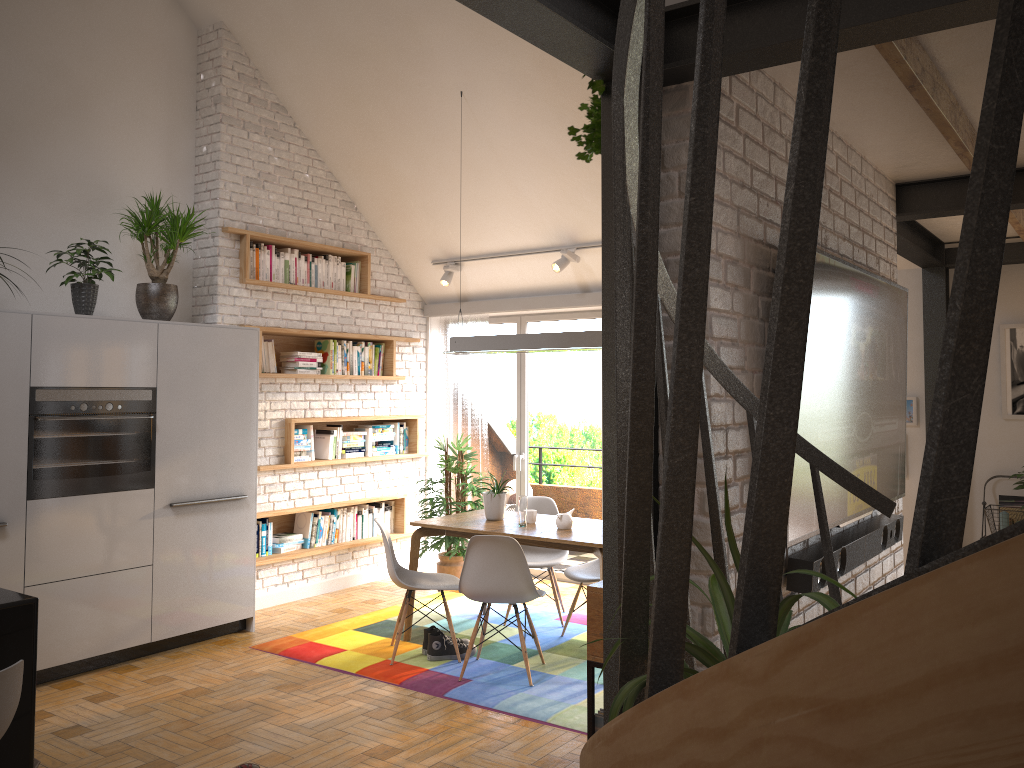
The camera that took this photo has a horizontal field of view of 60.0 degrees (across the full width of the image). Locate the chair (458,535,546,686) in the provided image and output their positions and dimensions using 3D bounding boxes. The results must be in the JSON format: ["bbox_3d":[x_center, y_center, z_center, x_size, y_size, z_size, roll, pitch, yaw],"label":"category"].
[{"bbox_3d":[-1.467,0.245,3.877,3.488,2.691,4.014,-1,-2,36],"label":"chair"}]

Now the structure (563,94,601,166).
[{"bbox_3d":[0.371,-0.773,2.590,0.437,0.654,0.422,1,-2,-25],"label":"structure"}]

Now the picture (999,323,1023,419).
[{"bbox_3d":[3.140,-0.076,5.263,0.415,0.576,0.022,-1,-3,35],"label":"picture"}]

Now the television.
[{"bbox_3d":[1.151,0.103,2.999,0.085,0.992,1.465,-2,-2,35],"label":"television"}]

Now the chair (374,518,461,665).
[{"bbox_3d":[-0.553,1.204,5.285,0.542,0.803,0.464,0,-2,-7],"label":"chair"}]

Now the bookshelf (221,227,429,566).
[{"bbox_3d":[-1.514,0.108,7.187,0.357,2.420,2.197,-2,-3,35],"label":"bookshelf"}]

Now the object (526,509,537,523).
[{"bbox_3d":[0.115,0.834,5.579,0.077,0.077,0.078,1,-2,-37],"label":"object"}]

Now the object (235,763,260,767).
[{"bbox_3d":[-1.122,1.547,3.321,0.231,0.130,0.451,0,-1,0],"label":"object"}]

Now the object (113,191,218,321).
[{"bbox_3d":[-2.247,-0.853,5.768,0.663,0.949,0.712,1,-2,-15],"label":"object"}]

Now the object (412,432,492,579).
[{"bbox_3d":[-0.467,1.013,7.234,0.715,1.262,0.667,0,-2,3],"label":"object"}]

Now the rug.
[{"bbox_3d":[0.050,1.619,5.442,2.781,0.024,1.936,0,-1,35],"label":"rug"}]

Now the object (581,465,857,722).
[{"bbox_3d":[0.380,0.407,1.324,0.457,0.593,0.527,-1,-2,23],"label":"object"}]

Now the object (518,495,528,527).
[{"bbox_3d":[0.065,0.779,5.428,0.062,0.184,0.062,0,-3,-1],"label":"object"}]

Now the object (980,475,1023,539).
[{"bbox_3d":[2.913,1.086,4.972,0.578,1.080,0.630,-2,-3,35],"label":"object"}]

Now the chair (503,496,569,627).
[{"bbox_3d":[0.159,1.213,6.149,0.465,0.803,0.541,0,-2,4],"label":"chair"}]

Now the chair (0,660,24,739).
[{"bbox_3d":[-1.507,1.160,2.236,0.430,0.868,0.403,-1,-3,16],"label":"chair"}]

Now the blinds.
[{"bbox_3d":[-0.486,0.462,7.781,0.694,2.291,0.138,-2,-3,32],"label":"blinds"}]

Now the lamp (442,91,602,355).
[{"bbox_3d":[0.166,-1.108,5.606,1.345,1.823,0.269,-1,-3,35],"label":"lamp"}]

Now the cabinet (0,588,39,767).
[{"bbox_3d":[-2.623,1.023,2.108,0.999,1.138,2.434,-1,-2,35],"label":"cabinet"}]

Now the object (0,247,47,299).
[{"bbox_3d":[-3.000,-0.681,4.662,1.017,0.585,0.921,1,-2,-37],"label":"object"}]

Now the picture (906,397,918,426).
[{"bbox_3d":[2.479,0.173,5.718,0.251,0.184,0.023,-1,-3,35],"label":"picture"}]

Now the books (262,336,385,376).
[{"bbox_3d":[-1.577,-0.214,7.140,0.241,0.289,1.394,-1,-1,36],"label":"books"}]

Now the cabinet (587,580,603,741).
[{"bbox_3d":[0.763,1.125,3.177,0.455,0.965,1.263,-2,-2,35],"label":"cabinet"}]

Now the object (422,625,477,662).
[{"bbox_3d":[-0.371,1.531,5.257,0.300,0.156,0.258,0,-1,-20],"label":"object"}]

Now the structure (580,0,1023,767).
[{"bbox_3d":[0.987,-0.297,1.126,1.626,3.826,2.246,2,-3,-40],"label":"structure"}]

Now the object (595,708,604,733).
[{"bbox_3d":[0.799,1.320,3.194,0.404,0.575,1.312,-1,-2,35],"label":"object"}]

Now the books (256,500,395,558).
[{"bbox_3d":[-1.591,1.148,7.096,0.237,0.284,1.676,-1,-1,37],"label":"books"}]

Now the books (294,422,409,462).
[{"bbox_3d":[-1.406,0.469,7.367,0.238,0.283,1.397,-1,-1,36],"label":"books"}]

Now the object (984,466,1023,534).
[{"bbox_3d":[2.960,0.662,5.048,0.396,0.476,0.491,2,-3,-43],"label":"object"}]

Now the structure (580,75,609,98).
[{"bbox_3d":[0.448,-1.542,2.444,0.458,1.874,1.303,-2,-3,32],"label":"structure"}]

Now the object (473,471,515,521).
[{"bbox_3d":[-0.106,0.710,5.720,0.214,0.330,0.233,-2,-3,41],"label":"object"}]

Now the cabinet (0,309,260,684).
[{"bbox_3d":[-2.633,0.618,5.168,0.824,2.006,2.248,-2,-2,35],"label":"cabinet"}]

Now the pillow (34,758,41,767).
[{"bbox_3d":[-1.925,1.424,3.278,0.320,0.390,0.424,1,-2,-27],"label":"pillow"}]

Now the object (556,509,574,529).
[{"bbox_3d":[0.328,0.818,5.352,0.178,0.106,0.107,1,-2,-28],"label":"object"}]

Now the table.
[{"bbox_3d":[0.156,1.249,5.487,1.465,0.756,0.850,-1,-2,35],"label":"table"}]

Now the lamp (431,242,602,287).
[{"bbox_3d":[0.726,-0.940,6.524,3.488,0.262,0.207,0,-2,36],"label":"lamp"}]

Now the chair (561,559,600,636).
[{"bbox_3d":[0.617,1.209,5.623,0.542,0.803,0.464,1,-3,-28],"label":"chair"}]

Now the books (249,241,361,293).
[{"bbox_3d":[-1.712,-0.898,7.004,0.239,0.303,1.203,-1,-1,37],"label":"books"}]

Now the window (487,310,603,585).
[{"bbox_3d":[0.077,-0.628,2.525,7.780,4.475,8.621,-1,-1,35],"label":"window"}]

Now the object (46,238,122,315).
[{"bbox_3d":[-2.498,-0.618,5.152,0.396,0.471,0.363,2,-3,-43],"label":"object"}]
